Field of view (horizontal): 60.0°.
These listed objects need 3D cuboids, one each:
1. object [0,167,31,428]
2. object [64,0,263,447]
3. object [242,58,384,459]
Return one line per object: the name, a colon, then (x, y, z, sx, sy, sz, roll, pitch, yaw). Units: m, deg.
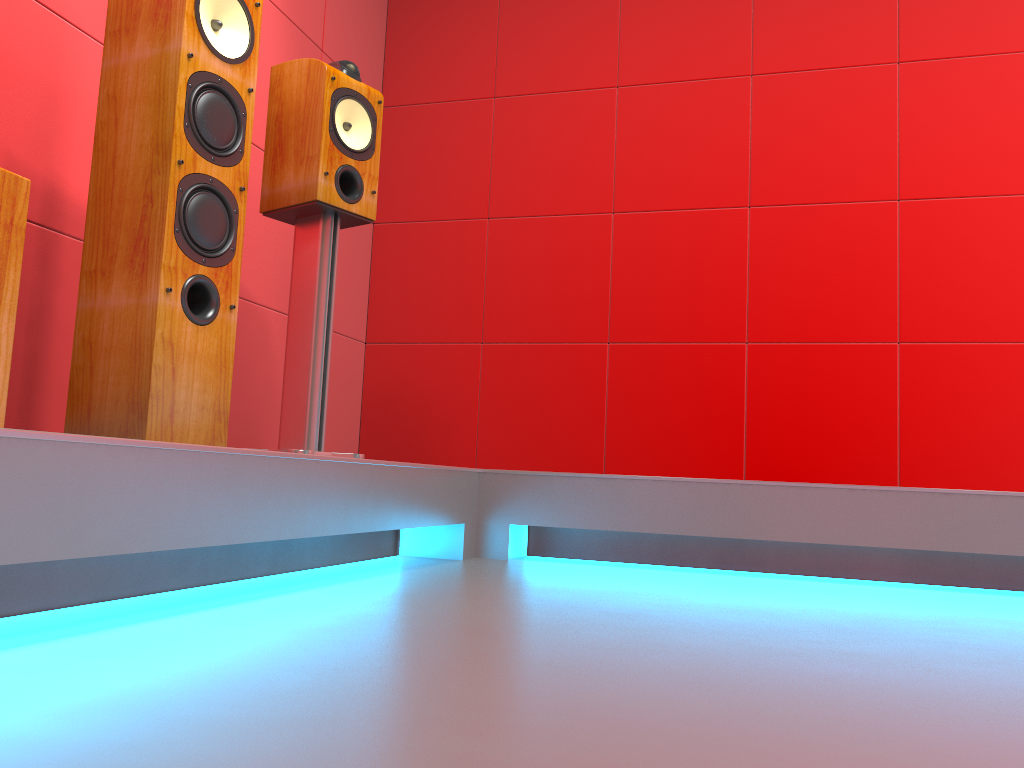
object: (-0.898, -0.132, 1.107, 0.360, 0.360, 0.360, 1, -7, 17)
object: (-0.701, -0.392, 1.823, 0.238, 1.052, 0.203, -1, -7, 27)
object: (-0.520, -0.329, 2.338, 0.265, 1.058, 0.231, -2, -8, 37)
